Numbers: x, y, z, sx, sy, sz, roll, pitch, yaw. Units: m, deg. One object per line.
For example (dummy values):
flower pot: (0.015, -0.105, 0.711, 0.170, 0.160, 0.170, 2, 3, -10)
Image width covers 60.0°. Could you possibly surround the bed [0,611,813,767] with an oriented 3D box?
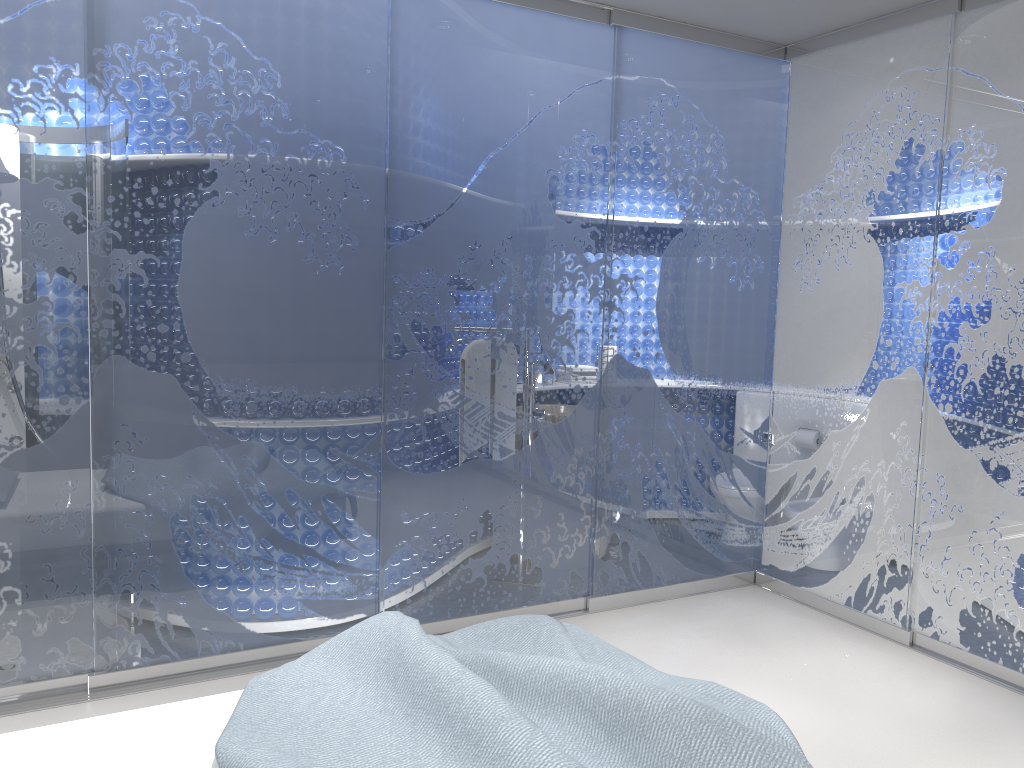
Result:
bed: (-0.481, 0.827, 1.861, 2.319, 0.752, 1.411, -1, 6, -29)
